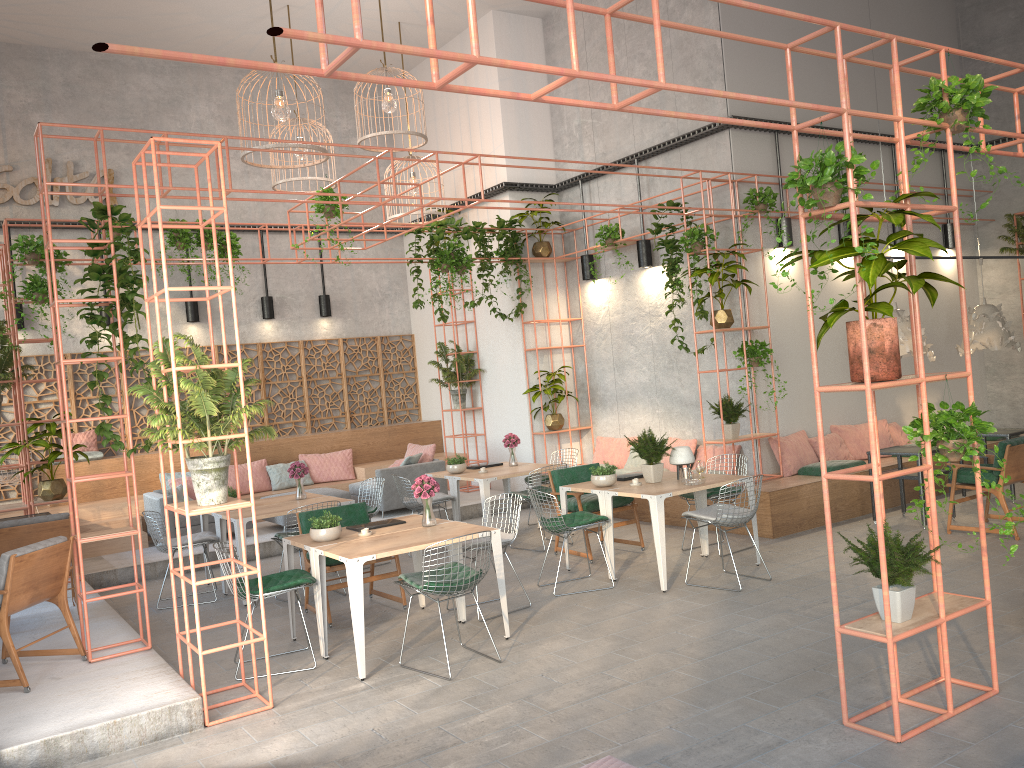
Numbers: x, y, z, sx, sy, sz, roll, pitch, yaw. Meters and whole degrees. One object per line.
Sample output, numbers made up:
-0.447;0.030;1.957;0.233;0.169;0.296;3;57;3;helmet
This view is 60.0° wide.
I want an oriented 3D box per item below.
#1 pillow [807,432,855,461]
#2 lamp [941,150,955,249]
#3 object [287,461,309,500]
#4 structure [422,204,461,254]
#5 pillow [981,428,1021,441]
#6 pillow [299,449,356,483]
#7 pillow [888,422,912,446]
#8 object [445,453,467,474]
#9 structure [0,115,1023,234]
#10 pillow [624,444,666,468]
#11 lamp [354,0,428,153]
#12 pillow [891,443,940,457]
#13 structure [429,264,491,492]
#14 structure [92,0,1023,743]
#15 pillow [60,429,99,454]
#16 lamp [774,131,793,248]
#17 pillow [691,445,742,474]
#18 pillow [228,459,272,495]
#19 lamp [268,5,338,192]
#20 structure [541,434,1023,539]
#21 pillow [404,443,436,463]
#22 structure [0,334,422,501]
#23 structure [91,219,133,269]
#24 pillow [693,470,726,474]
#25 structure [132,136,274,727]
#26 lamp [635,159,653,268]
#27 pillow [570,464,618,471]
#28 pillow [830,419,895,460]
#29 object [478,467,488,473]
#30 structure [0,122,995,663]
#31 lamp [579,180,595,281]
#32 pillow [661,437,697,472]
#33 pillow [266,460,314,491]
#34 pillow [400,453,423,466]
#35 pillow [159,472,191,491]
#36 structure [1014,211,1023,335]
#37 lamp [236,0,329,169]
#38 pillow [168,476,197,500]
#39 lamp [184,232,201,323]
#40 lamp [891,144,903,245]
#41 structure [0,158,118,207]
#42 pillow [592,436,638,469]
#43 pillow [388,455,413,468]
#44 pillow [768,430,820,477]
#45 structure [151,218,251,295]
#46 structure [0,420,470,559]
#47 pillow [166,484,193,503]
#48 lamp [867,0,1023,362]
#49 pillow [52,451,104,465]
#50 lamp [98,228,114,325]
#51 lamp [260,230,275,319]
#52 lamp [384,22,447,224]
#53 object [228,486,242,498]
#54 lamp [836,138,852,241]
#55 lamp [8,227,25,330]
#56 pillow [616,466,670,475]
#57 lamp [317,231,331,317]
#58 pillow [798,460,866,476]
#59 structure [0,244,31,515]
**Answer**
3.966;0.822;11.017;0.666;0.385;0.289;-6;1;-38;pillow
6.315;-2.683;12.886;0.179;1.425;0.185;-6;1;-33;lamp
-2.283;1.033;9.500;0.225;0.414;0.213;-6;1;-41;object
-1.130;-2.429;14.024;0.903;0.803;0.934;-5;1;28;structure
6.670;0.705;12.310;0.637;0.149;0.491;-5;1;-32;pillow
-2.884;1.291;13.815;0.839;0.474;0.276;-5;1;-13;pillow
5.033;0.719;11.720;0.666;0.385;0.289;-6;1;-38;pillow
-0.678;0.960;10.749;0.254;0.247;0.248;-6;1;-33;object
1.011;-2.905;8.627;15.203;0.110;15.603;-6;1;-33;structure
1.811;1.005;12.031;0.289;0.385;0.666;-6;1;-38;pillow
-1.663;-4.775;11.204;0.883;3.476;0.883;-5;1;19;lamp
5.194;0.848;11.338;0.637;0.149;0.491;-5;1;-32;pillow
-0.841;-0.102;14.183;0.424;3.596;0.624;-6;1;-33;structure
4.378;-0.289;4.412;14.689;4.247;4.157;-6;1;-33;structure
-6.176;0.832;12.654;0.499;0.324;0.307;-5;1;-18;pillow
3.306;-2.393;10.906;0.179;1.425;0.185;-6;1;-33;lamp
2.512;0.953;10.958;0.289;0.385;0.666;-6;1;-38;pillow
-3.951;1.394;13.114;0.839;0.474;0.276;-6;1;-43;pillow
-3.010;-4.446;12.217;0.883;3.476;0.883;-5;1;19;lamp
3.965;1.242;12.787;5.831;0.500;4.386;-6;1;-33;structure
-1.383;1.115;12.974;0.273;0.476;0.836;-6;1;-33;pillow
-5.148;0.493;13.608;9.782;2.103;0.132;-6;1;-33;structure
-5.597;-1.990;12.472;0.605;0.972;0.587;-6;1;-35;structure
2.227;1.121;10.683;0.491;0.149;0.637;-5;1;-32;pillow
-2.013;0.292;5.745;0.424;3.602;0.624;-6;1;-33;structure
1.705;-2.257;11.713;0.185;1.425;0.179;-6;1;-33;lamp
1.097;1.205;12.411;0.491;0.149;0.637;-5;1;-32;pillow
4.505;0.724;11.348;0.839;0.474;0.276;-5;1;-13;pillow
-0.345;1.020;10.539;0.115;0.078;0.115;-5;1;-28;object
1.528;-0.666;11.593;14.096;4.345;4.501;-6;1;-34;structure
1.044;-2.208;12.724;0.185;1.425;0.179;-6;1;-33;lamp
2.137;0.933;11.484;0.276;0.474;0.839;-5;1;-13;pillow
-3.376;1.385;13.465;0.666;0.385;0.289;-6;1;-38;pillow
-1.466;1.173;12.520;0.308;0.349;0.495;-5;1;16;pillow
-4.277;1.384;11.928;0.839;0.474;0.276;-6;1;-33;pillow
7.535;-0.630;12.307;0.430;3.597;0.630;-6;1;-33;structure
-2.475;-4.042;9.072;0.883;3.476;0.883;-5;1;19;lamp
-4.203;1.410;11.795;0.666;0.385;0.289;-6;1;-33;pillow
-4.993;-1.670;13.703;0.185;1.436;0.185;-5;1;8;lamp
5.309;-2.586;12.224;0.179;1.425;0.185;-6;1;-33;lamp
-6.676;-2.901;12.762;1.807;0.695;0.087;-6;1;-33;structure
1.473;0.982;12.579;0.276;0.474;0.839;-6;1;-43;pillow
-1.665;1.206;12.928;0.479;0.317;0.441;-5;1;38;pillow
3.415;0.828;10.682;0.839;0.474;0.276;-6;1;-43;pillow
-4.602;-1.926;13.062;1.434;1.290;0.670;-6;1;-33;structure
-4.390;1.494;12.058;9.152;1.111;3.396;-6;1;-33;structure
-4.231;1.467;11.415;0.307;0.324;0.499;-5;1;2;pillow
5.489;-2.366;10.510;4.456;4.052;0.704;-6;1;-33;lamp
-6.077;1.033;12.376;0.637;0.149;0.491;-5;1;-32;pillow
-6.013;-1.571;13.032;0.185;1.436;0.185;-5;1;8;lamp
-4.003;-1.765;14.354;0.185;1.436;0.185;-5;1;8;lamp
-1.562;-4.166;13.123;0.883;3.476;0.883;-5;1;19;lamp
-2.954;1.180;9.251;0.252;0.247;0.247;-6;1;-33;object
4.312;-2.490;11.568;0.179;1.425;0.185;-6;1;-33;lamp
-6.983;-1.478;12.393;0.185;1.436;0.185;-5;1;8;lamp
1.671;1.162;11.534;0.491;0.149;0.637;-5;1;-32;pillow
-3.188;-1.844;14.891;0.179;1.436;0.185;-6;1;-33;lamp
3.752;0.987;10.390;0.637;0.149;0.491;-5;1;-32;pillow
-5.485;0.369;9.141;0.722;3.623;0.748;-6;1;-33;structure
